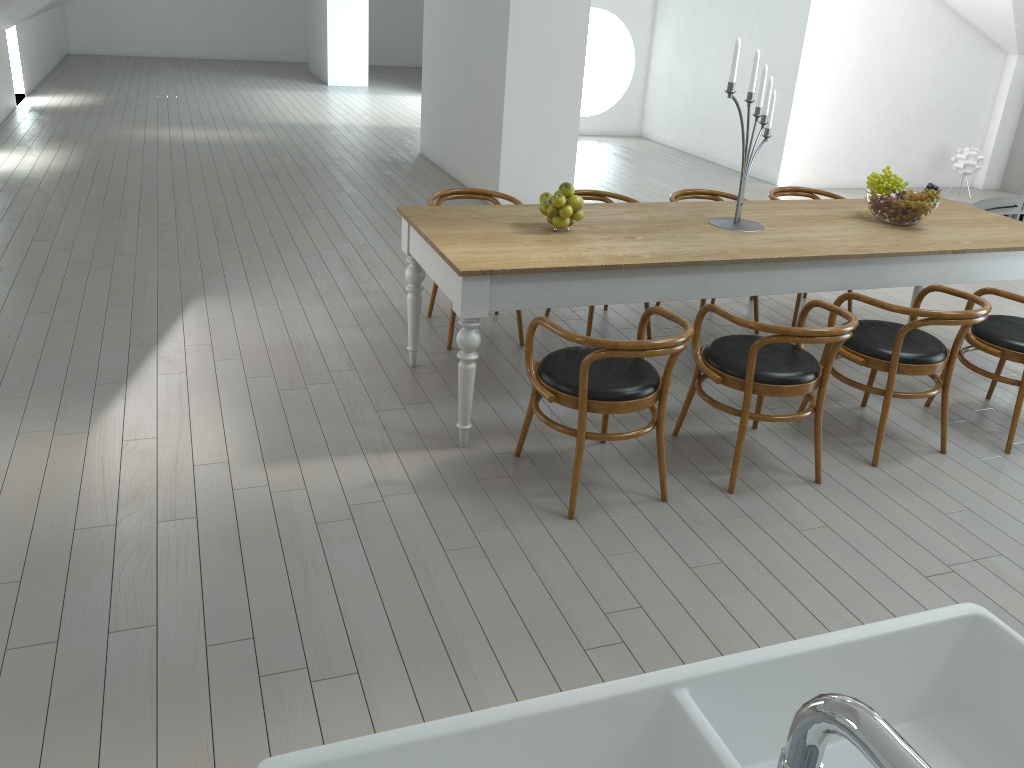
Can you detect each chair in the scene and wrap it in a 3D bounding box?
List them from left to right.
[{"bbox_3d":[-0.201,-0.651,4.886,0.527,0.727,0.628,-4,25,-17],"label":"chair"},{"bbox_3d":[0.500,-0.685,5.073,0.528,0.727,0.627,-7,26,-24],"label":"chair"},{"bbox_3d":[0.349,0.066,3.376,0.528,0.727,0.627,-6,26,-23],"label":"chair"},{"bbox_3d":[1.187,-0.740,5.308,0.528,0.727,0.627,-5,25,-20],"label":"chair"},{"bbox_3d":[1.030,0.008,3.615,0.527,0.727,0.628,-3,25,-17],"label":"chair"},{"bbox_3d":[1.854,-0.818,5.591,0.527,0.727,0.628,-3,25,-17],"label":"chair"},{"bbox_3d":[1.691,-0.078,3.915,0.528,0.727,0.627,-6,26,-23],"label":"chair"},{"bbox_3d":[2.391,-0.115,4.111,0.528,0.727,0.627,-5,25,-20],"label":"chair"}]

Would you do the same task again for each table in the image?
[{"bbox_3d":[1.170,-0.414,4.493,3.351,0.790,1.029,-5,25,-20],"label":"table"}]

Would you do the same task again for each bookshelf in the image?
[{"bbox_3d":[7.436,-1.859,8.679,2.110,1.860,4.376,-5,25,-20],"label":"bookshelf"}]

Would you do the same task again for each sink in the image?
[{"bbox_3d":[0.316,0.597,0.848,1.021,0.200,0.734,-5,26,-20],"label":"sink"}]

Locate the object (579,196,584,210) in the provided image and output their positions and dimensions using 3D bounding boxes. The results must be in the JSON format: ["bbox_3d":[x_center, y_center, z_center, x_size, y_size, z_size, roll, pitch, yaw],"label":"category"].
[{"bbox_3d":[0.288,-0.814,3.998,0.072,0.063,0.071,-8,26,-26],"label":"object"}]

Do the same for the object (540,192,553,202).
[{"bbox_3d":[0.156,-0.833,3.999,0.063,0.063,0.062,17,27,28],"label":"object"}]

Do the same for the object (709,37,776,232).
[{"bbox_3d":[1.073,-1.154,4.106,0.267,0.866,0.778,24,30,38],"label":"object"}]

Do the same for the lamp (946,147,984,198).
[{"bbox_3d":[4.947,-2.320,9.689,0.306,0.519,0.308,-10,27,-30],"label":"lamp"}]

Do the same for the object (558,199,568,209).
[{"bbox_3d":[0.232,-0.811,4.032,0.071,0.071,0.071,19,27,30],"label":"object"}]

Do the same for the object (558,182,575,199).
[{"bbox_3d":[0.242,-0.858,3.933,0.072,0.073,0.073,-5,25,-20],"label":"object"}]

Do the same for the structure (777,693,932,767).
[{"bbox_3d":[0.170,0.462,0.395,0.215,0.524,0.335,-15,30,-37],"label":"structure"}]

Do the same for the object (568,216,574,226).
[{"bbox_3d":[0.257,-0.737,4.007,0.051,0.050,0.050,-3,25,-17],"label":"object"}]

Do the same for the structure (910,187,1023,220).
[{"bbox_3d":[6.093,-1.045,8.504,4.720,0.686,4.749,14,26,21],"label":"structure"}]

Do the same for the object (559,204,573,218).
[{"bbox_3d":[0.236,-0.759,3.895,0.062,0.059,0.062,-3,25,-16],"label":"object"}]

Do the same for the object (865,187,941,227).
[{"bbox_3d":[1.979,-0.891,4.534,0.361,0.158,0.362,-16,31,-37],"label":"object"}]

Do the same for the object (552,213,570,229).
[{"bbox_3d":[0.220,-0.730,3.950,0.080,0.073,0.079,14,25,21],"label":"object"}]

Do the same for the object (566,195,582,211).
[{"bbox_3d":[0.278,-0.800,3.925,0.066,0.070,0.073,21,29,34],"label":"object"}]

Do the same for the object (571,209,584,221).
[{"bbox_3d":[0.292,-0.757,3.962,0.059,0.055,0.060,-7,26,-25],"label":"object"}]

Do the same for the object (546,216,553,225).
[{"bbox_3d":[0.188,-0.753,4.013,0.064,0.063,0.064,0,24,-10],"label":"object"}]

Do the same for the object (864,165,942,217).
[{"bbox_3d":[1.988,-0.960,4.537,0.395,0.281,0.294,18,27,29],"label":"object"}]

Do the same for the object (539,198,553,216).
[{"bbox_3d":[0.159,-0.788,3.955,0.076,0.076,0.077,20,28,32],"label":"object"}]

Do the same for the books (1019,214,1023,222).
[{"bbox_3d":[6.294,-1.857,10.396,0.918,0.316,0.286,3,23,-3],"label":"books"}]

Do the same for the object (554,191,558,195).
[{"bbox_3d":[0.213,-0.843,3.991,0.053,0.056,0.058,1,24,-7],"label":"object"}]

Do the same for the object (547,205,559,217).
[{"bbox_3d":[0.179,-0.764,3.908,0.053,0.052,0.052,-9,27,-27],"label":"object"}]

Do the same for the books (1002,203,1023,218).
[{"bbox_3d":[5.987,-2.024,10.252,1.640,0.688,0.395,-1,24,-11],"label":"books"}]

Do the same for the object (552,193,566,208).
[{"bbox_3d":[0.204,-0.801,3.877,0.062,0.059,0.063,-5,25,-19],"label":"object"}]
